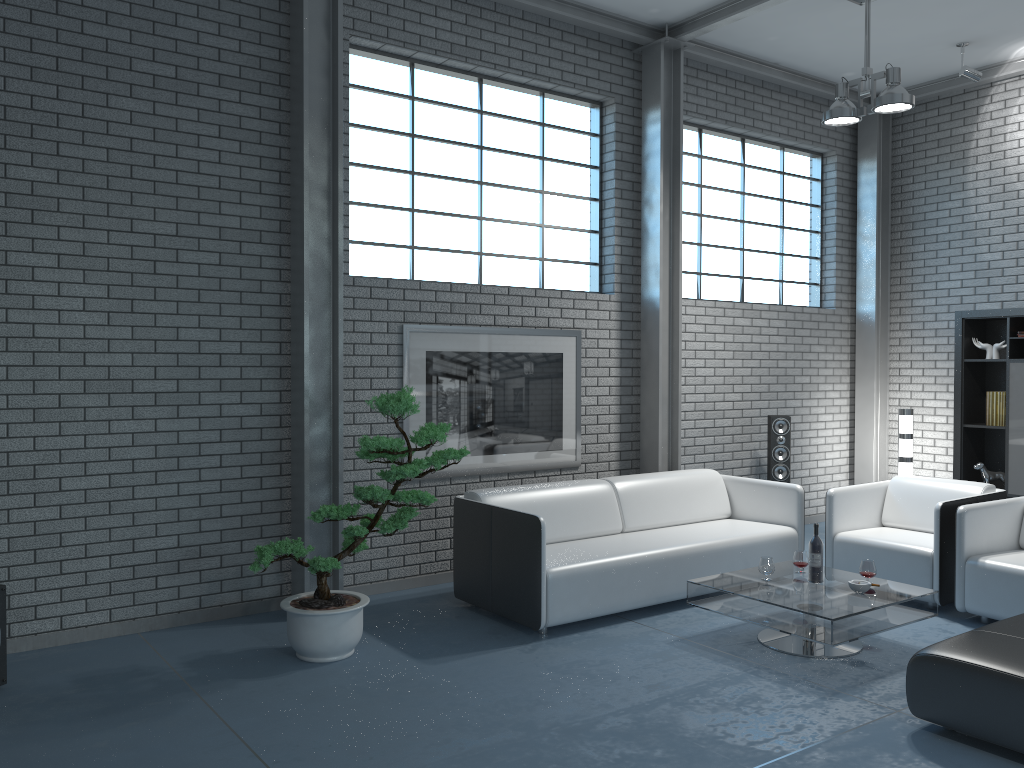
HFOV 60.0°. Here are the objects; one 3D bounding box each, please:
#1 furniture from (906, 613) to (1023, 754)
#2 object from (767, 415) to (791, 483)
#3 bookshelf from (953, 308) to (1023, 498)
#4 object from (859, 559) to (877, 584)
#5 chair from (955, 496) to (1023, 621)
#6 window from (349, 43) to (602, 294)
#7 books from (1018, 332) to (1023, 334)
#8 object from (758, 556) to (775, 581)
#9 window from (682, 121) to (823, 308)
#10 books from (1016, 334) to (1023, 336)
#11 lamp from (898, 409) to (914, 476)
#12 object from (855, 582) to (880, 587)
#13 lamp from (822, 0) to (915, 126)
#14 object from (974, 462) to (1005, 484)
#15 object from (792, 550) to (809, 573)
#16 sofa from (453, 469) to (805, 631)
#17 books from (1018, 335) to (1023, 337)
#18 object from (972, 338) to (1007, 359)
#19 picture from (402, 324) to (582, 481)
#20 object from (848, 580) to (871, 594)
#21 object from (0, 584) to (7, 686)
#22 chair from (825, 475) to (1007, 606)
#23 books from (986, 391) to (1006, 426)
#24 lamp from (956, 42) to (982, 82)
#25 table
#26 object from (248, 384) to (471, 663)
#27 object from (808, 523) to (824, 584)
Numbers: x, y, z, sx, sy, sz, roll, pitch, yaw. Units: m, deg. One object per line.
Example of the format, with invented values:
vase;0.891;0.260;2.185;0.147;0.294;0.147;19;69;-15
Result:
furniture;2.293;1.180;3.665;1.291;0.301;0.685;-1;1;-35
object;2.220;0.788;7.381;0.159;1.045;0.254;0;1;10
bookshelf;4.392;0.368;6.711;0.419;1.920;1.930;-1;1;-35
object;1.896;1.000;4.728;0.089;0.120;0.089;1;1;20
chair;3.116;0.982;4.996;0.919;0.661;0.767;-1;1;-33
window;-0.226;-1.425;6.287;2.200;1.500;0.100;-1;1;-35
books;4.115;-0.406;7.013;0.190;0.015;0.135;1;1;34
object;1.377;0.998;4.793;0.089;0.120;0.089;1;1;20
window;2.054;-1.450;7.912;2.200;1.500;0.100;-1;1;-35
books;4.117;-0.391;7.004;0.135;0.015;0.190;-1;1;-31
lamp;3.339;0.760;7.530;0.140;1.100;0.098;0;1;17
object;1.795;1.026;4.477;0.024;0.052;0.128;-1;1;-42
lamp;2.368;-2.227;5.909;0.300;0.872;0.639;-1;1;-35
object;3.951;0.762;7.295;0.285;0.229;0.095;0;1;10
object;1.617;0.995;4.967;0.089;0.120;0.089;1;1;20
sofa;0.792;0.964;5.675;2.238;0.661;0.919;-1;1;-35
books;4.120;-0.375;6.996;0.135;0.015;0.190;-1;1;-41
object;3.934;-0.292;7.256;0.308;0.180;0.106;1;2;45
picture;-0.098;0.116;6.152;1.490;1.015;0.020;-1;1;-35
object;1.767;1.036;4.509;0.108;0.056;0.108;-1;1;-39
object;-2.588;1.133;3.879;0.536;0.464;0.445;1;1;25
chair;2.627;0.967;5.748;0.919;0.661;0.767;-1;1;-38
books;3.993;0.201;7.218;0.195;0.275;0.167;-1;1;-35
lamp;3.589;-2.525;6.975;0.166;0.311;0.137;0;1;-10
table;1.568;1.210;4.672;0.900;0.300;0.900;-1;1;-35
object;-0.752;0.678;4.444;1.032;1.362;0.586;0;1;14
object;1.624;0.901;4.737;0.079;0.316;0.079;0;1;-3
